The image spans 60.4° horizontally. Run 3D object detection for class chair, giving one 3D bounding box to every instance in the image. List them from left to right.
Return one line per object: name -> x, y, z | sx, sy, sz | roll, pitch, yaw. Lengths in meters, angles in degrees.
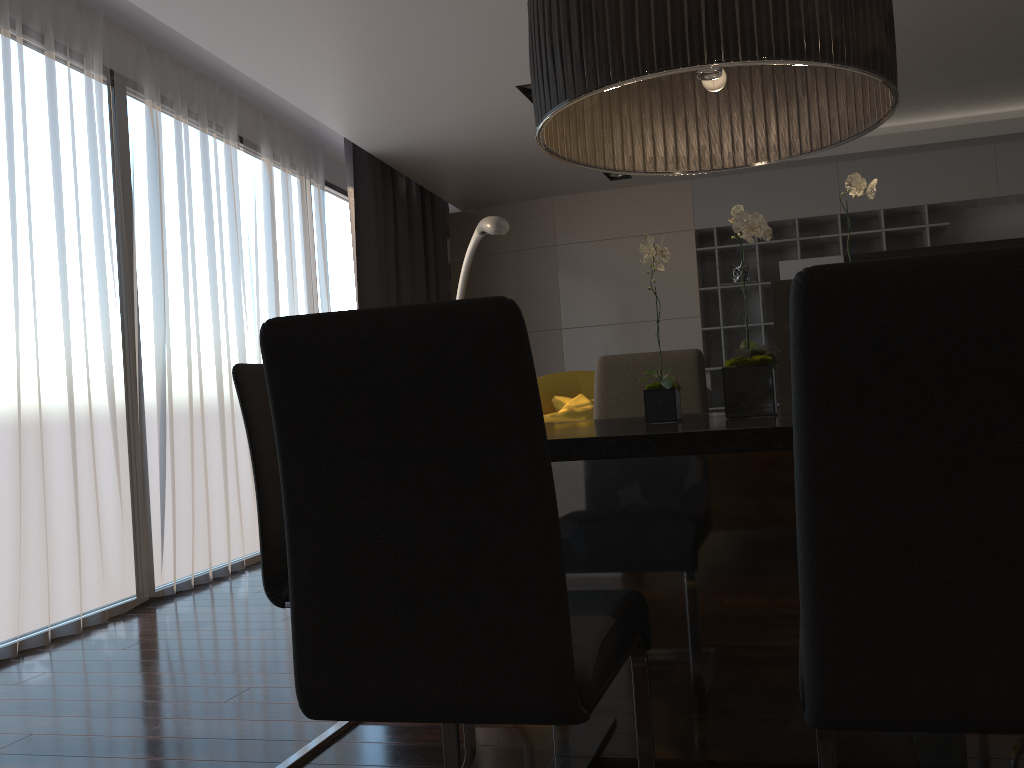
chair -> -0.308, 0.412, 2.171 | 0.557, 0.964, 0.439 | -4, -1, 15
chair -> -0.045, 0.380, 1.391 | 0.416, 0.964, 0.588 | -4, -1, 17
chair -> 0.659, 0.387, 5.443 | 1.571, 1.005, 1.097 | -3, -1, -18
chair -> 0.407, 0.374, 2.716 | 0.416, 0.964, 0.588 | -4, -1, 17
chair -> 0.619, 0.332, 1.234 | 0.416, 0.964, 0.588 | -4, -1, 17

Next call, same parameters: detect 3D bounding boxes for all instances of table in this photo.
table -> 0.515, 0.456, 1.980 | 1.561, 0.760, 1.068 | -4, -1, 15

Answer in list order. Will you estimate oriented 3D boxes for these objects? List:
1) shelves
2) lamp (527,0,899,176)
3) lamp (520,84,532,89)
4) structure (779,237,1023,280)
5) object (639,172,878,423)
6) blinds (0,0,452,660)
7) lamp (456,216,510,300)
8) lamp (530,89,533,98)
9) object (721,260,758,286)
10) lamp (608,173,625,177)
shelves -> 2.488, -0.504, 6.992 | 1.874, 1.600, 0.388 | -4, -1, 13
lamp -> 0.418, -1.123, 1.997 | 0.760, 1.103, 0.849 | -5, -2, 40
lamp -> 0.127, -1.637, 4.751 | 0.174, 0.077, 0.180 | -4, -1, 11
structure -> 3.560, -0.178, 6.683 | 2.812, 1.766, 0.492 | -4, -1, 13
object -> 0.541, -0.181, 1.907 | 0.563, 0.501, 0.316 | -4, -1, 11
blinds -> -1.577, -0.424, 4.039 | 0.735, 2.894, 7.615 | -4, -1, 12
lamp -> -0.300, 0.081, 6.370 | 0.586, 1.779, 4.196 | -4, -1, -2
lamp -> 0.187, -1.638, 4.927 | 0.169, 0.077, 0.185 | -4, -1, 28
object -> 1.834, -0.902, 7.089 | 0.277, 0.227, 0.292 | -4, -1, 16
lamp -> 0.828, -1.647, 6.809 | 0.169, 0.077, 0.185 | -4, -1, 28
